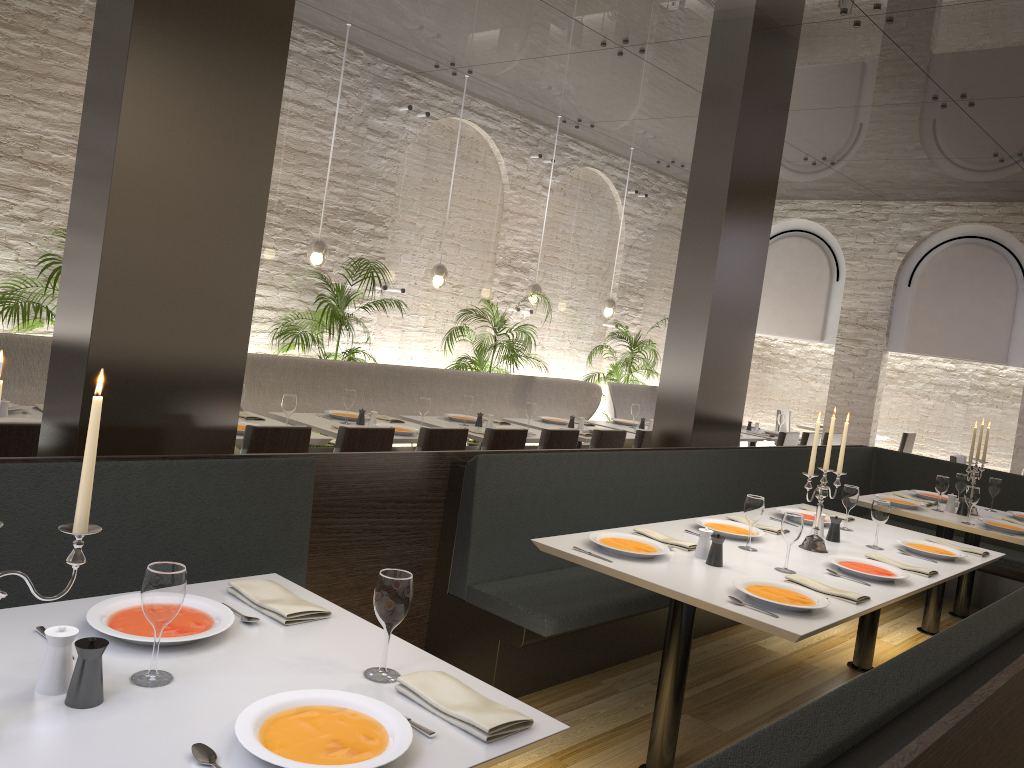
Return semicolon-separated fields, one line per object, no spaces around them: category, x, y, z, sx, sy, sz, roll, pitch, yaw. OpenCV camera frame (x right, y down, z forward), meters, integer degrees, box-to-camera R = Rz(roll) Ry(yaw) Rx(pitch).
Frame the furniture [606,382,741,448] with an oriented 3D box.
furniture;1.931;0.619;10.465;0.710;1.096;2.579;10;4;42

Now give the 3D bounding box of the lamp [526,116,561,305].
lamp;0.367;-1.854;9.497;0.178;2.039;0.177;9;1;21

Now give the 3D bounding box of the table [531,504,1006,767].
table;1.262;1.117;4.019;1.104;0.759;2.533;11;4;41

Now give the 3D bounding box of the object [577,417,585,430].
object;0.606;0.340;7.730;0.059;0.109;0.059;9;2;33

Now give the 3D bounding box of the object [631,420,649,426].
object;1.361;0.409;9.034;0.274;0.033;0.142;11;5;42

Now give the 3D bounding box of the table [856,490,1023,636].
table;2.953;1.234;5.926;1.104;0.759;1.185;11;4;42

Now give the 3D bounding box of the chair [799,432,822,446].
chair;2.937;0.922;9.531;0.567;0.905;0.411;10;3;42

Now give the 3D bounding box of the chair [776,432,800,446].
chair;2.566;0.896;9.113;0.567;0.905;0.411;10;3;42

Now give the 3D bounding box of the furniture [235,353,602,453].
furniture;-0.502;0.451;7.722;0.711;1.096;4.466;10;4;42

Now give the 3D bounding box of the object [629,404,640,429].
object;1.177;0.310;8.514;0.086;0.230;0.087;8;2;-18

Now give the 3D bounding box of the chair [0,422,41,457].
chair;-2.172;0.568;3.770;0.567;0.905;0.411;10;3;42

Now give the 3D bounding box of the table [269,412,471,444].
table;-1.015;0.658;6.045;0.939;0.759;1.008;11;4;42

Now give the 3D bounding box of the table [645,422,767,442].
table;1.998;0.866;9.442;0.939;0.759;1.008;11;4;42

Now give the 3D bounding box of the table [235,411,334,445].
table;-1.785;0.604;5.177;0.939;0.759;1.008;11;4;42

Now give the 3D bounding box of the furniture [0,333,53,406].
furniture;-3.571;0.239;4.261;0.711;1.096;4.466;10;4;42

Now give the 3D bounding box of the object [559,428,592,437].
object;0.538;0.403;7.330;0.274;0.033;0.142;11;5;42

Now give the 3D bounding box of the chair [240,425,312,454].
chair;-1.404;0.621;4.636;0.567;0.905;0.411;10;3;42

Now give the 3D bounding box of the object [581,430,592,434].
object;0.652;0.412;7.464;0.182;0.015;0.038;12;5;43

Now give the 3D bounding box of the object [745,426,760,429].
object;2.846;0.512;10.707;0.274;0.033;0.142;11;5;42

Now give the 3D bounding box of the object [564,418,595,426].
object;0.622;0.358;8.199;0.274;0.033;0.142;11;5;42

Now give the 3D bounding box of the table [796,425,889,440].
table;4.602;1.040;12.479;0.939;0.759;1.008;11;4;42

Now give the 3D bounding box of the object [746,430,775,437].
object;2.762;0.557;9.838;0.274;0.033;0.142;11;5;42

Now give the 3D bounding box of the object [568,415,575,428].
object;0.524;0.327;7.742;0.059;0.109;0.059;9;2;33

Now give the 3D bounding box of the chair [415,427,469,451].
chair;-0.637;0.674;5.501;0.567;0.905;0.411;10;3;42

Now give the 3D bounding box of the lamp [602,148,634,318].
lamp;1.285;-1.791;10.532;0.178;2.039;0.177;9;1;21

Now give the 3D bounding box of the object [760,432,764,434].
object;2.876;0.565;9.972;0.182;0.015;0.038;12;5;43

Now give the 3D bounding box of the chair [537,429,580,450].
chair;0.107;0.726;6.340;0.567;0.905;0.411;10;3;42

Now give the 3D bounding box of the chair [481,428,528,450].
chair;-0.266;0.700;5.919;0.567;0.905;0.411;10;3;42

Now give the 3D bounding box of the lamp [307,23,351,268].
lamp;-1.498;-1.983;7.394;0.177;2.039;0.178;7;2;-27

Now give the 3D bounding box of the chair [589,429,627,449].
chair;0.498;0.753;6.781;0.567;0.905;0.411;10;3;42

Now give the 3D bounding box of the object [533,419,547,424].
object;0.257;0.334;7.822;0.186;0.010;0.017;11;5;42

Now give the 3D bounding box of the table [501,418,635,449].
table;0.528;0.764;7.785;0.939;0.759;1.008;11;4;42

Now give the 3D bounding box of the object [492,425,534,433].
object;0.003;0.359;6.723;0.322;0.036;0.321;9;4;20

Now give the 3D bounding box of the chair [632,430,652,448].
chair;0.875;0.779;7.206;0.567;0.905;0.411;10;3;42

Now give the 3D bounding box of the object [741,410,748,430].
object;2.649;0.412;10.174;0.086;0.230;0.087;8;2;-18

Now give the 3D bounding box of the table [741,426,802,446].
table;2.752;0.918;10.293;0.939;0.759;1.008;11;4;42

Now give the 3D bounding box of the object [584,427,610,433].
object;0.778;0.413;7.597;0.322;0.036;0.321;9;4;20

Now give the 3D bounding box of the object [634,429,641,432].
object;1.278;0.455;8.164;0.274;0.033;0.142;11;5;42

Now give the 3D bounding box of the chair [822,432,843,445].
chair;3.319;0.948;9.962;0.567;0.905;0.411;10;3;42

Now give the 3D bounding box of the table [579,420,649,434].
table;1.268;0.816;8.619;0.939;0.759;1.008;11;4;42

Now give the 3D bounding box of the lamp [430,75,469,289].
lamp;-0.570;-1.919;8.441;0.178;2.039;0.177;9;2;27

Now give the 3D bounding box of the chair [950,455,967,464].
chair;4.638;1.211;8.831;0.567;0.905;0.411;10;3;42

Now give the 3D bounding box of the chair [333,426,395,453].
chair;-1.030;0.647;5.058;0.567;0.905;0.411;10;3;42

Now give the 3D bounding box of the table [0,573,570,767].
table;-1.176;0.948;1.270;1.104;0.759;2.533;11;4;41

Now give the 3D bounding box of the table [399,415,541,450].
table;-0.247;0.711;6.911;0.939;0.759;1.008;11;4;42

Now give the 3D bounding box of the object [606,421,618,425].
object;0.997;0.385;8.657;0.186;0.010;0.017;11;5;42

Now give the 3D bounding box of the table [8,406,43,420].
table;-2.535;0.553;4.332;0.939;0.759;1.008;11;4;42

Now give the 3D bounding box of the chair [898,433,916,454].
chair;5.089;1.065;12.039;0.567;0.905;0.411;10;3;42

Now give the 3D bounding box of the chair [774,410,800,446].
chair;4.124;0.870;12.912;0.567;0.905;0.411;10;3;42

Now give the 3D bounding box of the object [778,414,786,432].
object;3.136;0.470;10.342;0.086;0.230;0.087;8;2;-18

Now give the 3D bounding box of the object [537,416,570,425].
object;0.383;0.333;7.956;0.322;0.036;0.321;9;4;20

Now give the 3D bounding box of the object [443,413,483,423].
object;-0.391;0.279;7.083;0.322;0.036;0.321;9;4;20
